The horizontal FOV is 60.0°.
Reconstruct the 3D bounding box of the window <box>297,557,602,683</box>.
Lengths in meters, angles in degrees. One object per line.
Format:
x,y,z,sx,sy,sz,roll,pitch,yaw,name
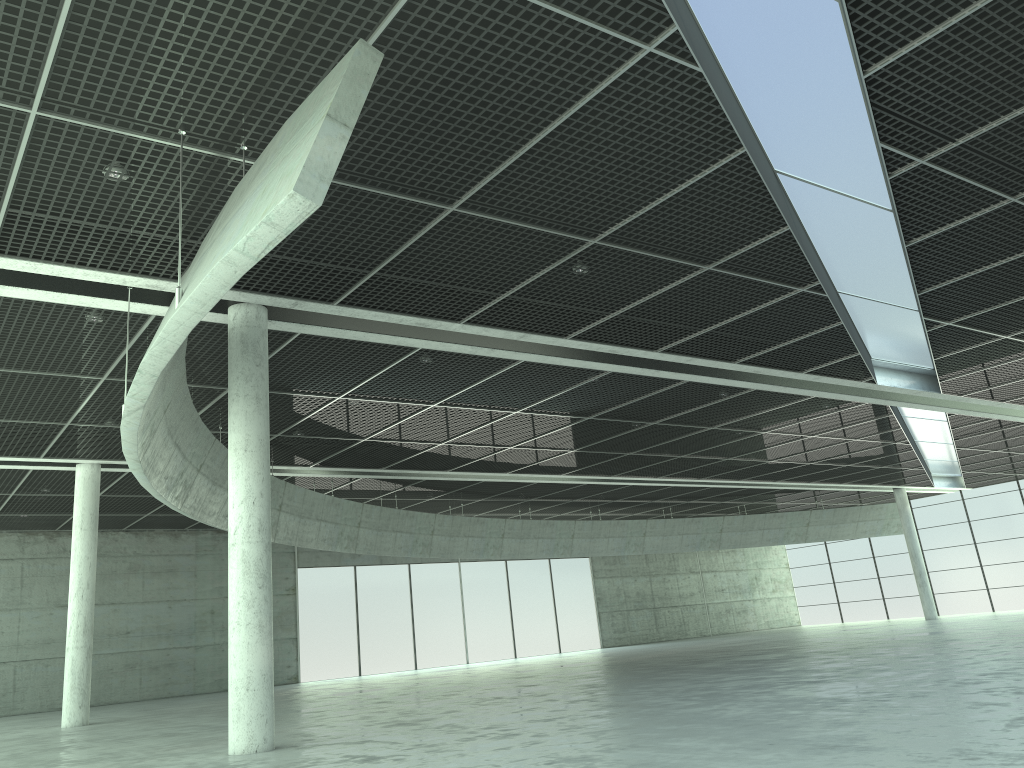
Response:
-4.698,24.453,85.484,33.514,10.658,0.159,7,-21,-35,window

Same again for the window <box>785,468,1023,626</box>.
23.354,7.075,48.149,100.742,16.075,99.646,7,-21,-35,window
